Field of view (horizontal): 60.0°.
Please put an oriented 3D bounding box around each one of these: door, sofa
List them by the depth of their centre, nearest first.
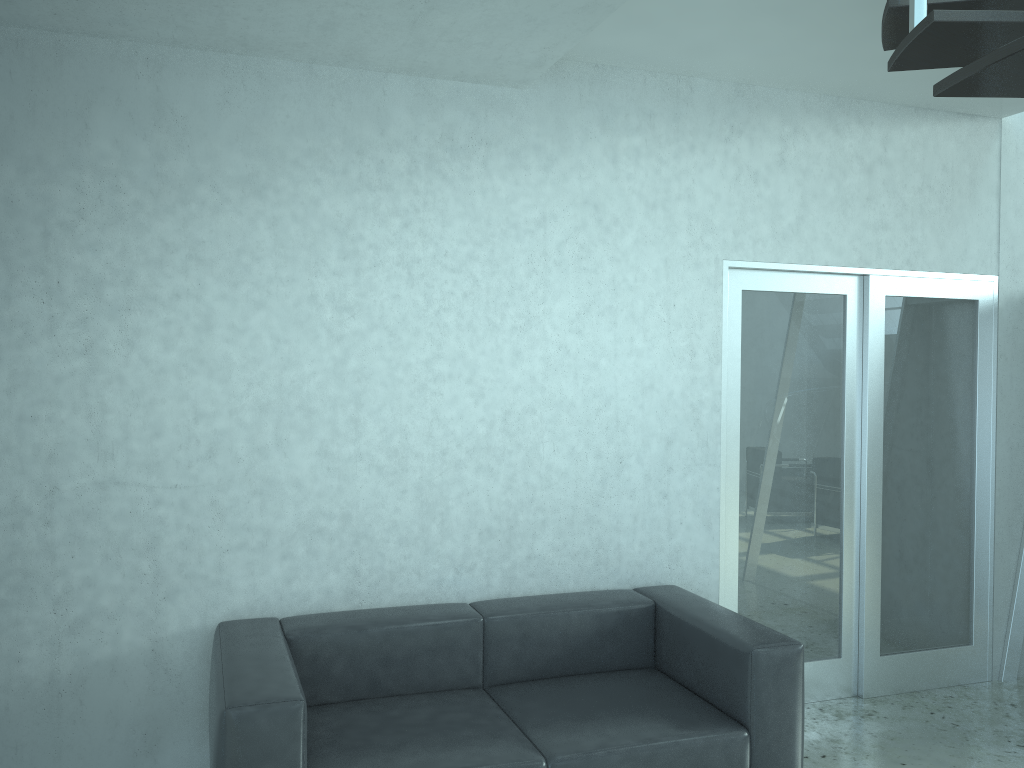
[{"bbox_3d":[-0.037,1.216,3.247,2.025,0.652,0.943,0,1,-19],"label":"sofa"},{"bbox_3d":[2.081,0.155,5.017,1.162,3.200,2.576,1,1,28],"label":"door"}]

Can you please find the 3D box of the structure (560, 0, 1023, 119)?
[{"bbox_3d":[1.924,-0.485,2.420,2.655,4.156,3.780,0,1,-19],"label":"structure"}]
